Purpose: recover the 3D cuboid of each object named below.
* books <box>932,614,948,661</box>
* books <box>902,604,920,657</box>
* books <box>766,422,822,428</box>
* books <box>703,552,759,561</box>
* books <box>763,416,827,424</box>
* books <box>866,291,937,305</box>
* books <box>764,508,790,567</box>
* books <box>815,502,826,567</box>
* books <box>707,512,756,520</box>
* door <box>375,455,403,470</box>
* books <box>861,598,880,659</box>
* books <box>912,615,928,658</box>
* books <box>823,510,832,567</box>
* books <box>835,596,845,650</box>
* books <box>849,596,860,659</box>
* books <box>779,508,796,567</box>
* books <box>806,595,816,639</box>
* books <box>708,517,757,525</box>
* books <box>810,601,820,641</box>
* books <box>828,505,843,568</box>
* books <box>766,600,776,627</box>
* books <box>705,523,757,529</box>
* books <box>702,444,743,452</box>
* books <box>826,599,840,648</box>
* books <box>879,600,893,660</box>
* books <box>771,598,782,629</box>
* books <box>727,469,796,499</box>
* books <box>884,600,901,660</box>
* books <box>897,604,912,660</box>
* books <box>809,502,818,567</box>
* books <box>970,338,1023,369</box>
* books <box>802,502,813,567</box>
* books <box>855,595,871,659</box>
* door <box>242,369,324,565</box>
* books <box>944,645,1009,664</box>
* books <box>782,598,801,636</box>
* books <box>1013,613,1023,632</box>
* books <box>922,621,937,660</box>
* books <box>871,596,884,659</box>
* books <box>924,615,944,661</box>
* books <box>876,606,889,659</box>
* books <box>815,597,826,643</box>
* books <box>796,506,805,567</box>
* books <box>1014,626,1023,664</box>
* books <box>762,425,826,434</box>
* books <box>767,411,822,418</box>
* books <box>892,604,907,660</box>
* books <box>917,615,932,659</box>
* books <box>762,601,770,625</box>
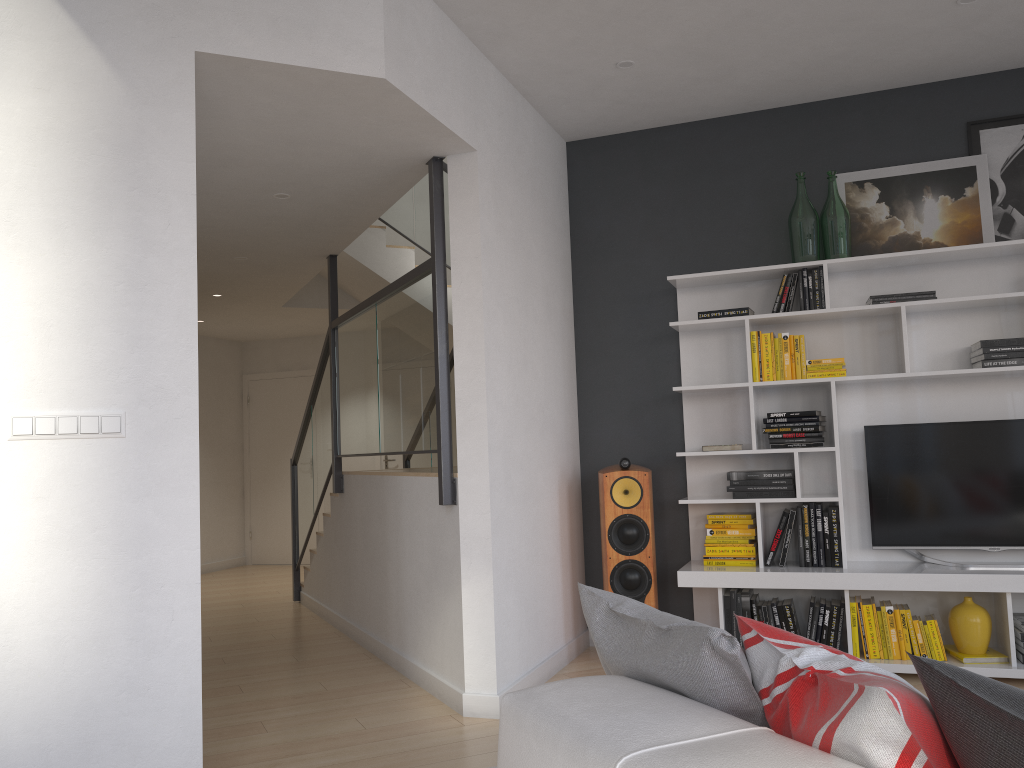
[{"bbox_3d":[2.050,1.213,4.252,0.046,0.193,0.149,-4,-5,21],"label":"books"},{"bbox_3d":[1.941,1.201,4.314,0.056,0.235,0.172,-4,-5,19],"label":"books"},{"bbox_3d":[1.482,0.215,4.659,0.264,0.020,0.189,-4,-5,24],"label":"books"},{"bbox_3d":[1.178,0.918,4.740,0.269,0.025,0.213,-4,-5,23],"label":"books"},{"bbox_3d":[1.492,0.191,4.678,0.284,0.030,0.214,-5,-5,29],"label":"books"},{"bbox_3d":[1.973,-0.419,4.516,0.310,0.047,0.250,-3,-5,16],"label":"books"},{"bbox_3d":[1.402,0.804,4.668,0.142,0.284,0.232,-4,-5,20],"label":"books"},{"bbox_3d":[1.597,0.776,4.589,0.034,0.315,0.239,-4,-5,20],"label":"books"},{"bbox_3d":[1.187,0.712,4.789,0.234,0.024,0.171,-4,-5,24],"label":"books"},{"bbox_3d":[-0.985,0.825,9.215,0.974,2.136,0.085,-4,-5,20],"label":"door"},{"bbox_3d":[1.768,1.201,4.372,0.066,0.258,0.198,-4,-5,20],"label":"books"},{"bbox_3d":[1.965,1.222,4.279,0.056,0.188,0.138,-4,-5,20],"label":"books"},{"bbox_3d":[1.626,0.793,4.570,0.028,0.272,0.200,-4,-5,20],"label":"books"},{"bbox_3d":[1.645,1.211,4.446,0.066,0.260,0.197,-4,-5,20],"label":"books"},{"bbox_3d":[1.689,1.198,4.374,0.029,0.270,0.204,-4,-5,20],"label":"books"},{"bbox_3d":[1.444,0.797,4.634,0.100,0.289,0.210,-4,-5,19],"label":"books"},{"bbox_3d":[1.511,1.220,4.499,0.066,0.260,0.197,-4,-5,20],"label":"books"},{"bbox_3d":[1.189,0.734,4.761,0.234,0.024,0.171,-4,-5,24],"label":"books"},{"bbox_3d":[1.522,1.227,4.464,0.069,0.242,0.172,-4,-5,21],"label":"books"},{"bbox_3d":[1.664,0.779,4.559,0.051,0.297,0.230,-4,-5,20],"label":"books"},{"bbox_3d":[1.339,1.238,4.533,0.050,0.242,0.169,-4,-5,20],"label":"books"},{"bbox_3d":[1.183,0.759,4.766,0.238,0.023,0.167,-5,-5,36],"label":"books"},{"bbox_3d":[1.133,0.344,4.770,0.209,0.030,0.266,-3,-5,14],"label":"books"},{"bbox_3d":[1.613,1.218,4.456,0.084,0.249,0.191,-4,-5,20],"label":"books"},{"bbox_3d":[1.829,1.199,4.335,0.041,0.252,0.180,-4,-5,20],"label":"books"},{"bbox_3d":[1.370,1.232,4.534,0.066,0.255,0.193,-4,-5,20],"label":"books"},{"bbox_3d":[1.329,0.531,4.720,0.343,0.137,0.277,-4,-5,20],"label":"books"},{"bbox_3d":[1.857,1.198,4.336,0.055,0.252,0.185,-4,-5,19],"label":"books"},{"bbox_3d":[1.909,1.203,4.316,0.043,0.235,0.171,-4,-5,18],"label":"books"},{"bbox_3d":[1.568,0.772,4.600,0.026,0.326,0.237,-4,-5,20],"label":"books"},{"bbox_3d":[2.456,-0.144,4.340,0.343,0.137,0.277,-3,-5,15],"label":"books"},{"bbox_3d":[1.537,0.779,4.608,0.034,0.314,0.237,-4,-5,20],"label":"books"},{"bbox_3d":[1.732,1.197,4.380,0.048,0.271,0.213,-4,-5,20],"label":"books"},{"bbox_3d":[-2.526,0.928,9.784,1.031,2.136,0.085,-4,-5,20],"label":"door"},{"bbox_3d":[2.204,1.288,4.235,0.204,0.029,0.270,-3,-4,5],"label":"books"},{"bbox_3d":[1.429,1.229,4.508,0.083,0.249,0.191,-4,-5,20],"label":"books"},{"bbox_3d":[2.532,1.123,4.164,0.310,0.047,0.250,-3,-5,16],"label":"books"},{"bbox_3d":[1.996,1.228,4.246,0.049,0.169,0.113,-4,-5,19],"label":"books"},{"bbox_3d":[1.796,1.196,4.361,0.038,0.267,0.202,-4,-5,20],"label":"books"},{"bbox_3d":[2.025,1.215,4.253,0.067,0.193,0.148,-4,-5,21],"label":"books"},{"bbox_3d":[1.808,1.213,4.337,0.042,0.230,0.156,-4,-5,18],"label":"books"},{"bbox_3d":[1.554,1.220,4.480,0.075,0.254,0.192,-4,-5,19],"label":"books"},{"bbox_3d":[1.506,0.789,4.613,0.028,0.301,0.213,-4,-5,20],"label":"books"},{"bbox_3d":[2.533,1.213,4.134,0.343,0.137,0.277,-3,-5,15],"label":"books"},{"bbox_3d":[1.483,0.240,4.654,0.284,0.030,0.214,-5,-5,29],"label":"books"},{"bbox_3d":[1.483,0.161,4.654,0.246,0.026,0.180,-5,-5,28],"label":"books"},{"bbox_3d":[1.879,1.201,4.306,0.043,0.240,0.169,-4,-5,19],"label":"books"},{"bbox_3d":[1.982,1.220,4.265,0.046,0.187,0.134,-4,-5,20],"label":"books"},{"bbox_3d":[1.321,1.244,4.548,0.049,0.236,0.170,-4,-5,21],"label":"books"}]
